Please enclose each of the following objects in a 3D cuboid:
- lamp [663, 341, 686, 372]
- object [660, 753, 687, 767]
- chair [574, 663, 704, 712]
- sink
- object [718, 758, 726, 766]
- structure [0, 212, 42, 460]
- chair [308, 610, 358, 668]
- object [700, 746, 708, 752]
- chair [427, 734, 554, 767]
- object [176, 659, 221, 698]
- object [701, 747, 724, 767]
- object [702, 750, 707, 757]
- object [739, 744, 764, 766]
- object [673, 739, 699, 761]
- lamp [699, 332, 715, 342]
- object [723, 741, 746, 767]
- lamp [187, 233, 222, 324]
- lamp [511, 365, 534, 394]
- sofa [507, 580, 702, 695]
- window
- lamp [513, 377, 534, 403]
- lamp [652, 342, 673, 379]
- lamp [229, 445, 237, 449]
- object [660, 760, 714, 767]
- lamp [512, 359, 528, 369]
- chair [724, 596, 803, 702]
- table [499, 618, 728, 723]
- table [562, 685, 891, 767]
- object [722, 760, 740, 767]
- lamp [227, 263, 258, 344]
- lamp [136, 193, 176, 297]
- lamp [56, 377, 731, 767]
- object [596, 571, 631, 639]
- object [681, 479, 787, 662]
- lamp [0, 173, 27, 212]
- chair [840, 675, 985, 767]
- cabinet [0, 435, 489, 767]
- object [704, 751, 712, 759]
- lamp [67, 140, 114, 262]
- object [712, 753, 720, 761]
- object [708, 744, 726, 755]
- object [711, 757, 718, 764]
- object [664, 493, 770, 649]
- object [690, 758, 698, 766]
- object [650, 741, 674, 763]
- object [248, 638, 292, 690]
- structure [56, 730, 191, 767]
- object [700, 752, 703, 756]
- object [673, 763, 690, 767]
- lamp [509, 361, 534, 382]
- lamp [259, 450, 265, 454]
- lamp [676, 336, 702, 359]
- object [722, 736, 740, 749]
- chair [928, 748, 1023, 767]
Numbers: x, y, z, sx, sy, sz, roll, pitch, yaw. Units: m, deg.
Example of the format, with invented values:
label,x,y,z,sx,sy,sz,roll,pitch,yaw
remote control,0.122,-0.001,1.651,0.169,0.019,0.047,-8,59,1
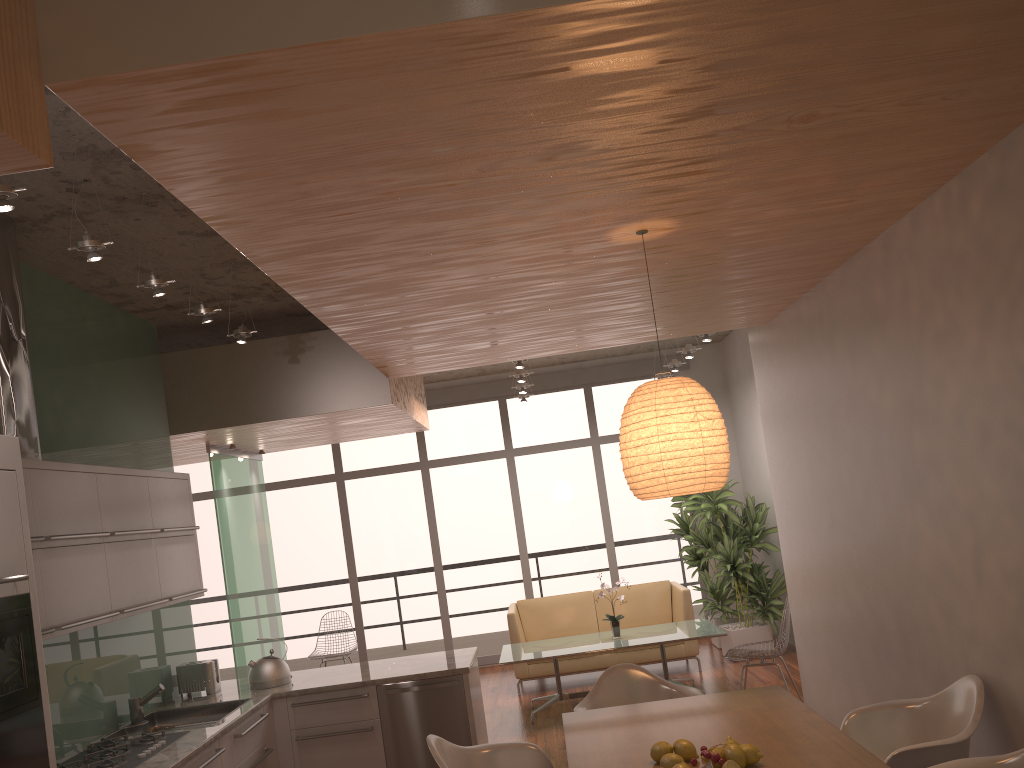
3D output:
label,x,y,z,sx,sy,sz,roll,pitch,yaw
lamp,1.600,-0.360,8.806,0.197,0.480,0.135,-6,-4,-31
object,0.556,1.317,3.058,0.081,0.071,0.083,-7,-6,-10
chair,0.712,1.928,4.570,0.681,0.857,0.650,-7,-5,-14
sink,-1.841,1.847,4.912,0.616,0.380,0.647,-8,-7,1
object,0.710,1.280,2.986,0.026,0.026,0.024,-8,-5,1
structure,-2.296,-0.194,3.826,0.255,1.127,0.263,-8,-3,1
chair,-1.997,3.034,9.936,0.543,0.896,0.564,-8,-4,1
object,0.708,1.348,3.256,0.026,0.023,0.026,-7,-6,-6
chair,0.004,1.925,3.845,0.642,0.856,0.690,-8,-5,-4
object,-1.991,1.877,5.632,0.237,0.201,0.154,-8,-4,1
object,0.711,1.297,3.058,0.083,0.074,0.079,-4,-7,-35
object,0.669,1.278,3.050,0.025,0.026,0.026,-5,-6,-31
object,0.814,1.280,3.048,0.081,0.071,0.083,-7,-6,-10
object,0.626,1.325,3.196,0.078,0.077,0.081,-6,-6,-24
lamp,1.556,-0.583,7.169,0.197,0.480,0.135,-6,-4,-31
object,0.757,1.267,3.004,0.074,0.093,0.075,-9,-5,9
lamp,-1.572,-0.539,4.451,0.152,0.468,0.104,-6,-3,-31
lamp,0.084,-0.144,8.850,0.197,0.480,0.135,-6,-4,-31
sofa,0.893,2.520,8.900,1.802,0.833,0.884,-8,-5,1
window,-1.941,1.871,10.447,8.564,3.266,0.062,-8,-2,2
lamp,0.106,-0.032,9.669,0.197,0.480,0.135,-6,-4,-31
lamp,1.622,-0.249,9.625,0.197,0.480,0.135,-6,-4,-31
lamp,-2.297,0.298,7.184,0.102,0.468,0.155,-7,-3,-27
object,0.587,1.293,2.880,0.174,0.060,0.175,-8,-7,1
lamp,0.040,-0.367,7.212,0.197,0.480,0.135,-6,-4,-31
chair,1.921,2.043,6.730,0.565,0.896,0.542,-9,-4,21
table,0.867,2.483,7.616,1.871,0.557,0.947,-8,-7,1
table,0.770,1.737,3.090,1.026,0.804,2.088,-8,-7,1
object,0.720,1.274,2.905,0.064,0.068,0.074,-12,-7,38
lamp,-1.557,-0.462,5.019,0.152,0.468,0.104,-6,-3,-31
lamp,-1.588,-0.616,3.883,0.152,0.468,0.104,-6,-3,-31
lamp,-0.679,0.998,4.518,3.218,1.340,3.090,-8,-7,1
object,0.870,1.900,7.610,0.297,0.586,0.373,-8,-4,-5
object,2.288,1.696,8.944,0.972,2.094,1.081,-9,-4,14
lamp,-1.618,-0.771,2.750,0.152,0.468,0.104,-6,-3,-31
chair,1.646,1.666,3.622,0.643,0.856,0.688,-8,-5,1
cabinet,-1.286,1.398,3.923,1.915,2.261,4.275,-8,-7,1
object,0.670,1.271,3.022,0.026,0.026,0.024,-11,-6,33
lamp,-1.603,-0.694,3.315,0.152,0.468,0.104,-6,-3,-31
object,0.692,1.264,2.993,0.023,0.026,0.026,-6,-5,-18
object,0.707,1.258,3.041,0.069,0.022,0.065,-2,-9,-38
object,0.690,1.279,3.005,0.023,0.026,0.026,-6,-5,-18
object,2.291,1.791,9.619,1.088,2.094,0.965,-9,-4,19
object,0.644,1.337,3.123,0.026,0.026,0.024,-8,-5,1
object,0.544,1.340,3.213,0.077,0.077,0.081,-7,-5,-13
object,-1.553,1.764,5.613,0.264,0.303,0.262,-9,-5,17
structure,-1.887,1.742,4.174,0.489,0.038,0.681,-8,-8,1
object,0.694,1.341,3.192,0.026,0.023,0.026,-8,-6,5
object,0.553,1.274,2.876,0.082,0.071,0.081,-6,-6,-22
lamp,0.062,-0.255,8.031,0.197,0.480,0.135,-6,-4,-31
lamp,-2.277,0.401,7.945,0.102,0.468,0.155,-7,-3,-27
lamp,1.578,-0.472,7.987,0.197,0.480,0.135,-6,-4,-31
object,0.770,1.286,3.095,0.073,0.100,0.073,-11,-5,36
chair,1.558,1.556,2.748,0.641,0.856,0.691,-7,-5,-9
